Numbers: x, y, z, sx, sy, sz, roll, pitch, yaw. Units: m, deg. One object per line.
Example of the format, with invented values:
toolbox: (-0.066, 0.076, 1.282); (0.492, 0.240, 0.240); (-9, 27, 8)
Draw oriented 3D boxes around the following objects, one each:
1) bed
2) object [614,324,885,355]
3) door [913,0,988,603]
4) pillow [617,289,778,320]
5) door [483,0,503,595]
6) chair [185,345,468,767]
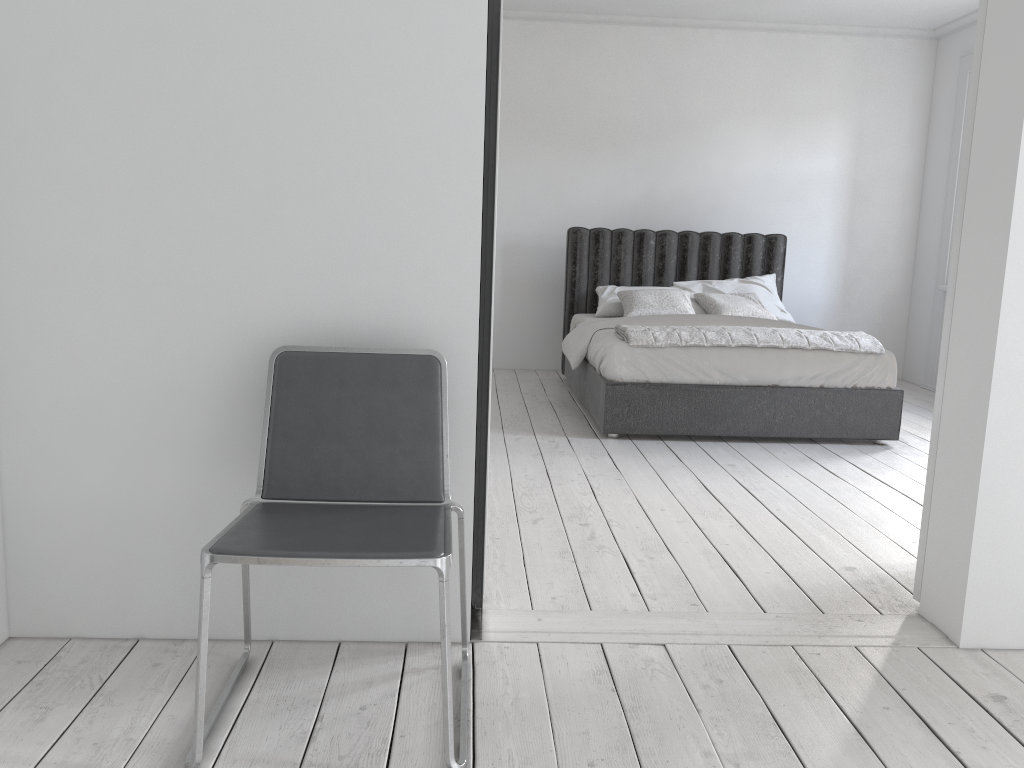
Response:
bed: (1.293, -0.423, 5.802); (1.888, 1.168, 2.177); (2, 9, -3)
object: (1.321, -0.262, 4.973); (1.460, 0.104, 0.405); (1, 9, -3)
door: (1.594, -0.491, 2.568); (0.678, 2.325, 0.034); (0, 9, -12)
pillow: (1.307, -0.542, 6.219); (1.146, 0.225, 0.416); (0, 9, -10)
door: (-0.374, -0.536, 2.430); (0.666, 2.325, 0.034); (2, 9, -3)
chair: (-0.368, 0.345, 1.935); (0.562, 0.797, 0.525); (2, 9, -3)
